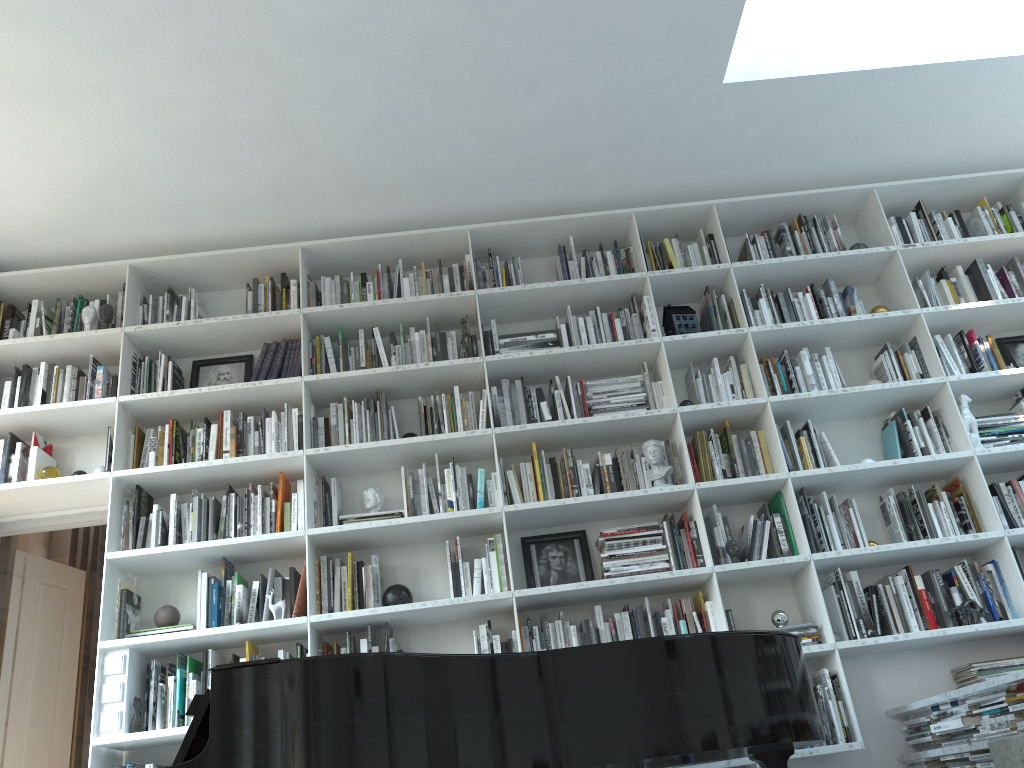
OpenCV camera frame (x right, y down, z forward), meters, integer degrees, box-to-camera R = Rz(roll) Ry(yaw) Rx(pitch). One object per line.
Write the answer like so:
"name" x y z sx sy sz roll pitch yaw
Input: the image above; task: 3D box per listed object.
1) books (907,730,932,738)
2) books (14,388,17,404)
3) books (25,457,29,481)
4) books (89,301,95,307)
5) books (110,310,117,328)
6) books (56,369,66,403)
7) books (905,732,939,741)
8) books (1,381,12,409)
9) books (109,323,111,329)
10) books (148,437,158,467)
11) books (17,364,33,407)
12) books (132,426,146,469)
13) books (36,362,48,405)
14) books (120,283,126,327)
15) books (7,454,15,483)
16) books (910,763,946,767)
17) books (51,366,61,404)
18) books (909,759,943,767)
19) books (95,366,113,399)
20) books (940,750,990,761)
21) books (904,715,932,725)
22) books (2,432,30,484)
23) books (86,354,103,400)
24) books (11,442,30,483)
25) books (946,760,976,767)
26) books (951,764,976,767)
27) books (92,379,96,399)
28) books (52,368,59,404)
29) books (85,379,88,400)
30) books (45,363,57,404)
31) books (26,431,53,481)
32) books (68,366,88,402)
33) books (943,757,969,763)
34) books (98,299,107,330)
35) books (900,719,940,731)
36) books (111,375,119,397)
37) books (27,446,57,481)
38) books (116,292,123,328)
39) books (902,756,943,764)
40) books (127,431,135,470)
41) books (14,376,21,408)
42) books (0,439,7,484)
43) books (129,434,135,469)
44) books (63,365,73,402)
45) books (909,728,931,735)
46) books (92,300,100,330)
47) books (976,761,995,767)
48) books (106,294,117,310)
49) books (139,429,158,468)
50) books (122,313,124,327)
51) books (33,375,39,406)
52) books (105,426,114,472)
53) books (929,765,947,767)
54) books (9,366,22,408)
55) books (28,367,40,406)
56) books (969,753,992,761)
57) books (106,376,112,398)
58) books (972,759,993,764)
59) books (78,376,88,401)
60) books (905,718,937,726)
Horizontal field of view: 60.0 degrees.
"books" 1.719 1.391 3.554 0.156 0.009 0.288 -5 -26 -5
"books" -2.344 0.132 4.256 0.024 0.191 0.138 -6 -26 -3
"books" -2.204 0.448 4.104 0.029 0.190 0.135 -6 -26 -3
"books" -2.069 -0.264 4.420 0.025 0.242 0.168 -6 -26 -3
"books" -1.955 -0.245 4.423 0.028 0.184 0.168 -6 -26 -3
"books" -2.136 0.075 4.257 0.021 0.243 0.174 -6 -26 -3
"books" 1.713 1.400 3.549 0.179 0.012 0.263 -6 -26 -3
"books" -2.386 0.119 4.247 0.034 0.217 0.167 -6 -26 -3
"books" -1.982 -0.250 4.429 0.023 0.204 0.146 -6 -26 -3
"books" -1.636 0.369 4.105 0.026 0.194 0.176 -6 -26 -3
"books" -2.304 0.073 4.251 0.023 0.281 0.187 -6 -26 -3
"books" -1.720 0.351 4.122 0.012 0.262 0.181 -6 -26 -3
"books" -2.221 0.061 4.252 0.021 0.284 0.180 -6 -26 -3
"books" -1.922 -0.321 4.453 0.014 0.336 0.168 -6 -26 -3
"books" -2.262 0.444 4.081 0.024 0.192 0.181 -6 -26 -3
"books" 1.693 1.517 3.531 0.159 0.009 0.211 -8 -26 1
"books" -2.166 0.068 4.261 0.013 0.267 0.163 -6 -26 -3
"books" 1.694 1.506 3.537 0.152 0.015 0.209 -9 -26 2
"books" -1.944 0.058 4.258 0.029 0.228 0.192 -6 -26 -3
"books" 1.698 1.360 3.259 0.149 0.014 0.229 -5 -26 -5
"books" 1.710 1.345 3.576 0.159 0.011 0.247 -5 -26 -6
"books" -2.287 0.394 4.090 0.013 0.295 0.188 -6 -26 -3
"books" -2.001 0.033 4.277 0.012 0.302 0.190 -6 -26 -3
"books" -2.232 0.413 4.076 0.021 0.235 0.189 -6 -26 -3
"books" 1.705 1.382 3.249 0.137 0.018 0.201 -5 -26 -7
"books" 1.700 1.395 3.243 0.159 0.009 0.229 -7 -26 -2
"books" -1.972 0.091 4.266 0.031 0.182 0.152 -6 -26 -3
"books" -2.153 0.075 4.257 0.012 0.248 0.193 -6 -26 -3
"books" -2.014 0.093 4.275 0.029 0.196 0.144 -6 -26 -3
"books" -2.193 0.064 4.272 0.037 0.290 0.156 -6 -26 -3
"books" -2.190 0.390 4.110 0.013 0.297 0.180 -6 -26 -3
"books" -2.075 0.064 4.260 0.030 0.249 0.166 -6 -26 -3
"books" 1.698 1.371 3.254 0.144 0.009 0.251 -8 -26 1
"books" -2.023 -0.273 4.431 0.027 0.258 0.147 -6 -26 -3
"books" 1.702 1.365 3.567 0.171 0.015 0.254 -4 -26 -7
"books" -1.886 0.076 4.265 0.026 0.187 0.155 -6 -26 -3
"books" -2.164 0.420 4.080 0.029 0.210 0.188 -6 -26 -3
"books" -1.936 -0.294 4.445 0.022 0.285 0.176 -6 -26 -3
"books" 1.686 1.497 3.541 0.174 0.009 0.241 -7 -26 -1
"books" -1.753 0.366 4.134 0.012 0.253 0.161 -6 -26 -3
"books" -2.323 0.102 4.242 0.022 0.227 0.172 -6 -26 -3
"books" -2.338 0.416 4.104 0.022 0.280 0.157 -6 -26 -3
"books" -1.735 0.370 4.123 0.022 0.231 0.152 -6 -26 -3
"books" -2.103 0.063 4.261 0.025 0.259 0.167 -6 -26 -3
"books" 1.726 1.382 3.558 0.145 0.008 0.299 -6 -26 -4
"books" -2.047 -0.267 4.431 0.021 0.252 0.180 -6 -26 -3
"books" 1.694 1.258 2.963 0.156 0.017 0.264 -5 -26 -7
"books" -2.005 -0.285 4.450 0.013 0.290 0.155 -6 -26 -3
"books" -1.683 0.356 4.138 0.062 0.257 0.153 -6 -26 -3
"books" -1.872 -0.301 4.409 0.024 0.251 0.236 -6 -26 -3
"books" -2.250 0.097 4.264 0.024 0.238 0.156 -6 -26 -3
"books" -1.850 0.358 4.125 0.012 0.283 0.160 -6 -26 -3
"books" 1.687 1.525 3.528 0.184 0.006 0.263 -7 -26 -2
"books" -2.368 0.083 4.267 0.011 0.295 0.163 -6 -26 -3
"books" -2.279 0.078 4.274 0.028 0.287 0.133 -6 -26 -3
"books" 1.681 1.236 2.974 0.181 0.017 0.251 -5 -26 -6
"books" -1.914 0.082 4.278 0.029 0.195 0.147 -6 -26 -3
"books" 1.688 1.247 2.968 0.178 0.009 0.278 -7 -26 -2
"books" -2.043 0.086 4.269 0.028 0.211 0.139 -6 -26 -3
"books" 1.711 1.353 3.572 0.167 0.008 0.235 -6 -26 -4
